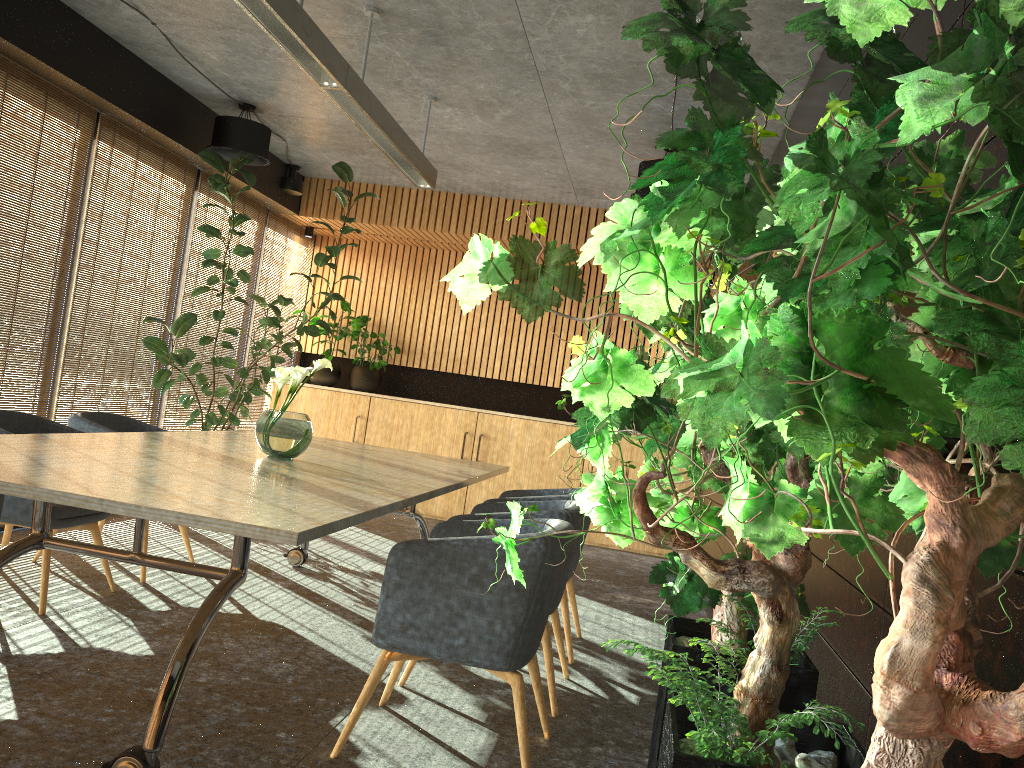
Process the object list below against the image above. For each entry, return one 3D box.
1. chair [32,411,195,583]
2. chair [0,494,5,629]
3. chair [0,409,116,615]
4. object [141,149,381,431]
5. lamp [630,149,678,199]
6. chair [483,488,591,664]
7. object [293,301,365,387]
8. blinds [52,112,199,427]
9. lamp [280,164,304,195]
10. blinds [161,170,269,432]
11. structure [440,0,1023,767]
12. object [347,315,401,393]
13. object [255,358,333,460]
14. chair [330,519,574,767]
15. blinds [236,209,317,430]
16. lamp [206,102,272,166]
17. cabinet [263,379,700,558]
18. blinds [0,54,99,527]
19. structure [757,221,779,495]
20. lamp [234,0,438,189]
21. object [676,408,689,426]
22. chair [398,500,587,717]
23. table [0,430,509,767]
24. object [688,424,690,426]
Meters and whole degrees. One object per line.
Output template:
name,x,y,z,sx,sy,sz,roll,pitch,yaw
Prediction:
chair,-2.460,0.687,5.686,0.761,0.944,0.706,8,-1,9
chair,-2.728,0.608,3.909,0.761,0.944,0.706,8,-1,9
chair,-2.594,0.648,4.798,0.761,0.944,0.706,8,-1,9
object,-2.547,-0.446,8.073,1.875,3.266,1.958,9,-2,-43
lamp,1.188,-1.598,6.755,0.513,0.497,0.513,7,-2,38
chair,0.085,1.046,5.285,0.761,0.944,0.706,8,-1,9
object,-2.181,-0.505,10.364,0.640,1.054,0.666,9,-2,-40
blinds,-3.135,-0.472,7.193,0.039,3.038,1.422,8,-1,9
lamp,-0.362,-1.861,8.880,4.179,0.294,0.257,8,-1,9
blinds,-2.912,-0.406,8.669,0.039,3.038,1.422,8,-1,9
structure,0.418,0.482,1.521,0.952,1.987,2.081,8,-1,11
object,-1.694,-0.349,10.268,0.679,0.880,0.512,8,-1,12
object,-1.161,0.114,4.627,0.295,0.546,0.322,8,-1,19
chair,-0.184,0.967,3.508,0.761,0.944,0.706,8,-1,9
blinds,-2.692,-0.341,10.119,0.039,3.038,1.422,8,-1,9
lamp,-2.215,-2.078,7.291,0.513,0.497,0.513,9,-1,-20
cabinet,-0.402,0.921,10.119,4.954,1.272,1.006,8,-1,9
blinds,-3.354,-0.536,5.743,0.039,3.038,1.422,8,-1,9
structure,1.171,-0.075,3.926,0.242,1.130,2.172,8,-1,9
lamp,-0.903,-1.860,4.667,0.151,0.618,4.009,8,-1,9
object,1.851,0.425,9.873,0.384,0.347,0.384,7,-2,31
chair,-0.049,1.006,4.397,0.761,0.944,0.706,8,-1,9
table,-1.266,0.842,4.588,1.816,0.927,3.932,8,-1,9
object,1.051,0.088,4.262,0.401,0.633,0.445,8,-1,-10
